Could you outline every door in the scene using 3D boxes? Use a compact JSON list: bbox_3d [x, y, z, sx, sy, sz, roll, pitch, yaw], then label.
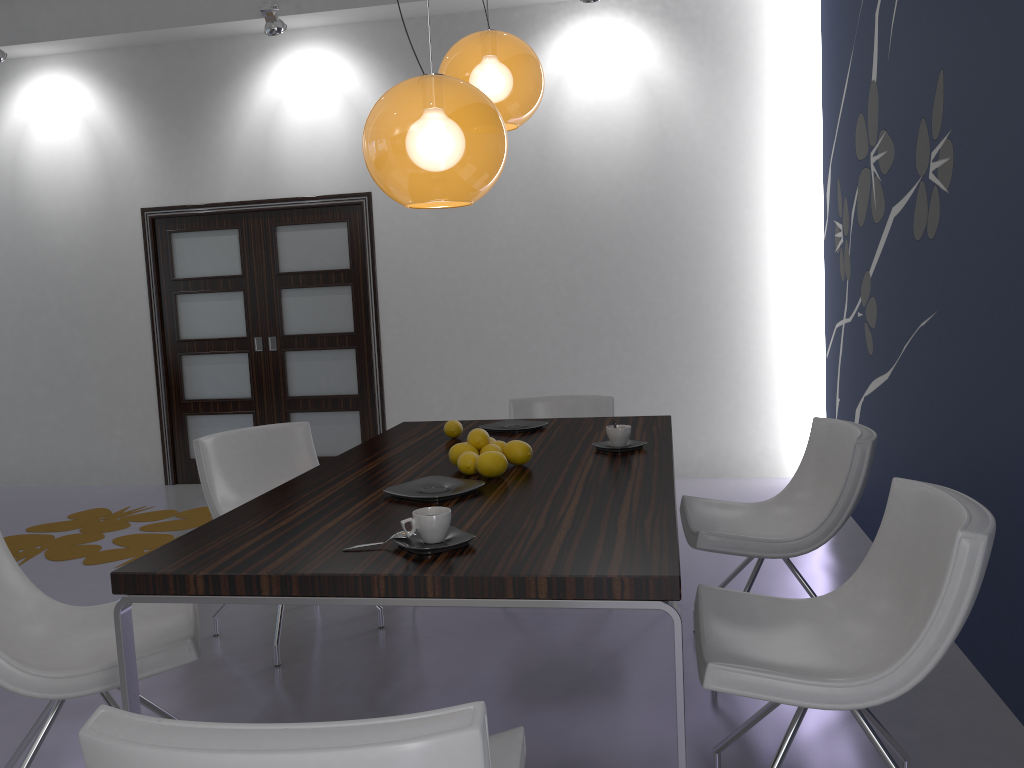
[{"bbox_3d":[-1.781,-0.300,6.535,1.764,2.061,0.220,-2,6,10],"label":"door"}]

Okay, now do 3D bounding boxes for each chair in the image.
[{"bbox_3d":[-0.247,0.776,1.343,0.508,0.805,0.620,-2,6,5],"label":"chair"},{"bbox_3d":[0.740,0.659,2.035,0.620,0.805,0.508,-2,6,10],"label":"chair"},{"bbox_3d":[0.218,0.481,4.071,0.508,0.805,0.620,-2,6,10],"label":"chair"},{"bbox_3d":[-0.889,0.589,3.526,0.620,0.805,0.508,3,8,45],"label":"chair"},{"bbox_3d":[0.915,0.549,3.055,0.620,0.805,0.508,-2,6,5],"label":"chair"},{"bbox_3d":[-1.117,0.728,2.253,0.620,0.805,0.508,-5,6,-20],"label":"chair"}]

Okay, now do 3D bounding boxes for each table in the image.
[{"bbox_3d":[-0.063,0.641,2.722,1.127,0.783,2.046,-2,6,10],"label":"table"}]

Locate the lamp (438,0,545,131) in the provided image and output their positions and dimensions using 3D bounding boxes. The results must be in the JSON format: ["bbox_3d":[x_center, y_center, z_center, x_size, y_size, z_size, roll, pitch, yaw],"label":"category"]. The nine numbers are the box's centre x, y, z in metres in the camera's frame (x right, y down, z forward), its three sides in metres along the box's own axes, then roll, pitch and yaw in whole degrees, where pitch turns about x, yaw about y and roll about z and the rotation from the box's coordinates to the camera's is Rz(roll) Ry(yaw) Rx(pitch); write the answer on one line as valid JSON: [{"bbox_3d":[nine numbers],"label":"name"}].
[{"bbox_3d":[-0.102,-1.674,2.891,0.359,1.645,0.358,-1,6,21],"label":"lamp"}]

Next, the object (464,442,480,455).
[{"bbox_3d":[-0.131,0.212,2.758,0.083,0.068,0.070,-5,6,-21],"label":"object"}]

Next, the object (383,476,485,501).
[{"bbox_3d":[-0.207,0.281,2.371,0.232,0.020,0.232,2,7,38],"label":"object"}]

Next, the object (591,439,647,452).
[{"bbox_3d":[0.350,0.202,2.893,0.154,0.020,0.154,-7,7,-35],"label":"object"}]

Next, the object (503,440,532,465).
[{"bbox_3d":[0.018,0.208,2.683,0.079,0.077,0.094,-7,7,-36],"label":"object"}]

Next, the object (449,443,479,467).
[{"bbox_3d":[-0.144,0.216,2.668,0.094,0.080,0.076,-2,6,11],"label":"object"}]

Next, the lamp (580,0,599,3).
[{"bbox_3d":[0.455,-2.505,5.223,0.150,0.511,0.185,-2,6,10],"label":"lamp"}]

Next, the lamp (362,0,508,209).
[{"bbox_3d":[-0.229,-1.424,2.104,0.358,1.974,0.359,-1,6,15],"label":"lamp"}]

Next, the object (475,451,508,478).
[{"bbox_3d":[-0.058,0.228,2.521,0.094,0.077,0.079,-4,6,-16],"label":"object"}]

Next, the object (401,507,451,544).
[{"bbox_3d":[-0.172,0.300,1.854,0.081,0.064,0.101,1,7,36],"label":"object"}]

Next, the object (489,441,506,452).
[{"bbox_3d":[-0.048,0.210,2.744,0.083,0.068,0.070,-5,6,-21],"label":"object"}]

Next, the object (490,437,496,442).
[{"bbox_3d":[-0.076,0.203,2.827,0.070,0.068,0.083,-1,6,14],"label":"object"}]

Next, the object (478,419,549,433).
[{"bbox_3d":[0.007,0.165,3.434,0.232,0.020,0.232,2,7,38],"label":"object"}]

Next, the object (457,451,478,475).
[{"bbox_3d":[-0.124,0.230,2.575,0.070,0.068,0.083,-1,6,14],"label":"object"}]

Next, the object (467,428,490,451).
[{"bbox_3d":[-0.102,0.170,2.710,0.070,0.068,0.083,-1,6,14],"label":"object"}]

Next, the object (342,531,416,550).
[{"bbox_3d":[-0.279,0.328,1.864,0.155,0.028,0.032,-4,6,-9],"label":"object"}]

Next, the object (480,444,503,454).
[{"bbox_3d":[-0.061,0.217,2.663,0.069,0.071,0.081,-4,6,-13],"label":"object"}]

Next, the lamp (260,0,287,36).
[{"bbox_3d":[-1.514,-2.444,5.566,0.150,0.511,0.185,-2,6,10],"label":"lamp"}]

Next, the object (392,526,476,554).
[{"bbox_3d":[-0.165,0.330,1.865,0.154,0.020,0.154,-7,7,-34],"label":"object"}]

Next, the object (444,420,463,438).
[{"bbox_3d":[-0.215,0.166,3.262,0.070,0.068,0.083,-1,6,14],"label":"object"}]

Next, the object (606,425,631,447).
[{"bbox_3d":[0.340,0.171,2.896,0.101,0.064,0.081,1,7,35],"label":"object"}]

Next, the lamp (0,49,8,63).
[{"bbox_3d":[-3.484,-2.382,5.909,0.150,0.511,0.185,-2,6,10],"label":"lamp"}]
